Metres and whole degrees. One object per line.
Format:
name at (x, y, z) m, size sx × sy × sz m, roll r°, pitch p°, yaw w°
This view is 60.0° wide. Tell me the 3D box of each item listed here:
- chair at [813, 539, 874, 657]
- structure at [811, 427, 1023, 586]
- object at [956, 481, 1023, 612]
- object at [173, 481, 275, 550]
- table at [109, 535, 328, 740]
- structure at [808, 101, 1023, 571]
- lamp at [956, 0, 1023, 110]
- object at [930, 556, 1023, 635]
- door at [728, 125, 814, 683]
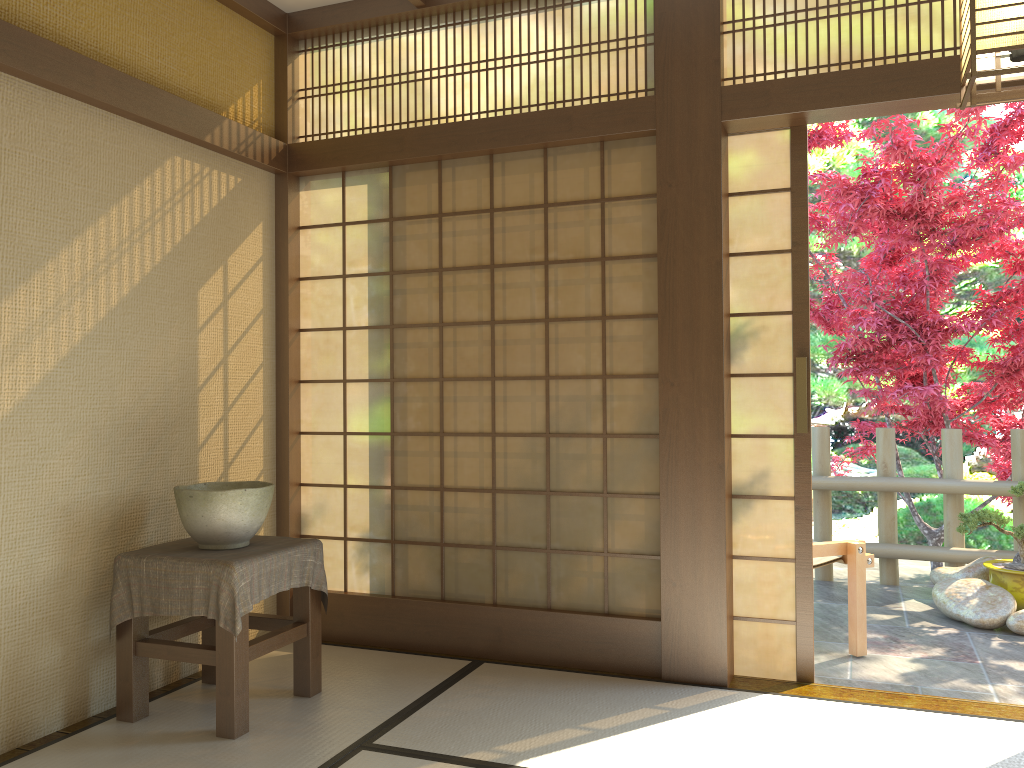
chair at (1.283, 0.996, 4.430) m, size 0.704 × 0.598 × 0.698 m, roll 0°, pitch -1°, yaw -22°
structure at (3.253, 0.833, 5.519) m, size 7.456 × 1.136 × 0.245 m, roll -1°, pitch -1°, yaw 22°
object at (3.061, 0.616, 4.915) m, size 0.586 × 1.362 × 1.032 m, roll 0°, pitch -1°, yaw -42°
object at (-1.068, 0.490, 3.299) m, size 0.358 × 0.230 × 0.357 m, roll 0°, pitch -1°, yaw -9°
table at (-1.078, 0.898, 3.297) m, size 0.633 × 0.595 × 0.629 m, roll -1°, pitch -1°, yaw 21°
structure at (2.808, -0.539, 6.601) m, size 3.045 × 4.004 × 3.412 m, roll 0°, pitch -1°, yaw -36°
lamp at (1.112, -1.184, 1.949) m, size 0.240 × 1.129 × 0.240 m, roll -1°, pitch -1°, yaw 21°
object at (3.009, 1.168, 4.916) m, size 1.260 × 0.276 × 1.147 m, roll -1°, pitch -1°, yaw 17°
door at (0.310, 0.098, 3.884) m, size 1.894 × 2.380 × 0.073 m, roll -1°, pitch -1°, yaw 21°
